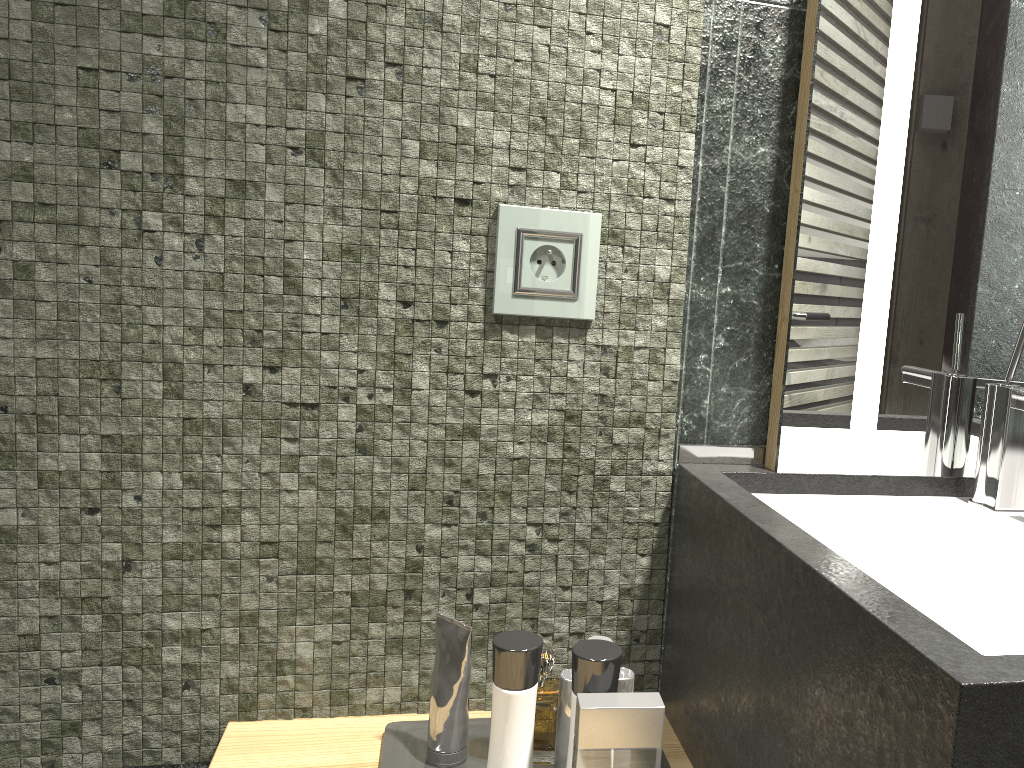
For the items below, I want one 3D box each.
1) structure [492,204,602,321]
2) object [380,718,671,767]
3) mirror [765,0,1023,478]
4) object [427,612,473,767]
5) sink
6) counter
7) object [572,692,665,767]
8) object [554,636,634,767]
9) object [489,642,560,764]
[{"bbox_3d":[0.042,-0.144,1.040,0.127,0.128,0.016,2,6,-14],"label":"structure"},{"bbox_3d":[0.022,0.432,0.917,0.326,0.011,0.308,3,7,-9],"label":"object"},{"bbox_3d":[0.721,-0.655,1.126,0.702,1.573,0.041,2,6,-14],"label":"mirror"},{"bbox_3d":[-0.069,0.340,0.973,0.046,0.163,0.044,3,6,-4],"label":"object"},{"bbox_3d":[0.644,0.147,0.919,0.746,0.407,0.526,3,7,-11],"label":"sink"},{"bbox_3d":[0.348,0.670,0.902,1.369,1.050,0.624,3,6,-12],"label":"counter"},{"bbox_3d":[0.103,0.379,0.869,0.086,0.136,0.031,3,6,-9],"label":"object"},{"bbox_3d":[0.093,0.359,0.972,0.087,0.153,0.030,2,6,-12],"label":"object"},{"bbox_3d":[0.019,0.359,0.993,0.085,0.132,0.056,3,6,-6],"label":"object"}]
